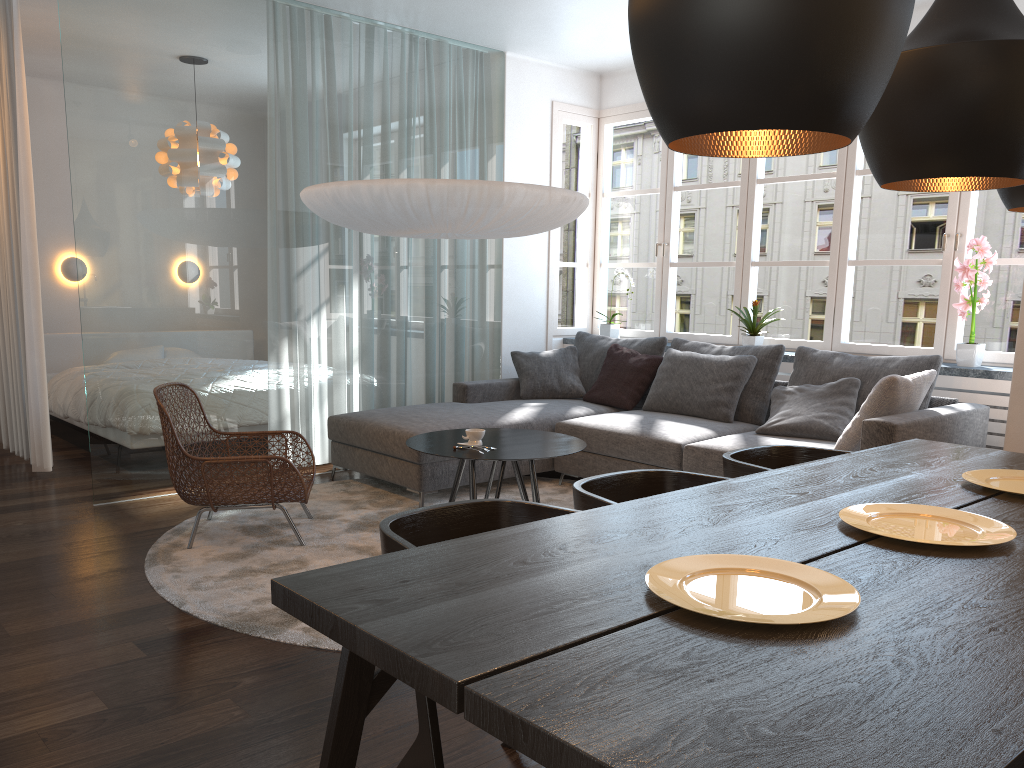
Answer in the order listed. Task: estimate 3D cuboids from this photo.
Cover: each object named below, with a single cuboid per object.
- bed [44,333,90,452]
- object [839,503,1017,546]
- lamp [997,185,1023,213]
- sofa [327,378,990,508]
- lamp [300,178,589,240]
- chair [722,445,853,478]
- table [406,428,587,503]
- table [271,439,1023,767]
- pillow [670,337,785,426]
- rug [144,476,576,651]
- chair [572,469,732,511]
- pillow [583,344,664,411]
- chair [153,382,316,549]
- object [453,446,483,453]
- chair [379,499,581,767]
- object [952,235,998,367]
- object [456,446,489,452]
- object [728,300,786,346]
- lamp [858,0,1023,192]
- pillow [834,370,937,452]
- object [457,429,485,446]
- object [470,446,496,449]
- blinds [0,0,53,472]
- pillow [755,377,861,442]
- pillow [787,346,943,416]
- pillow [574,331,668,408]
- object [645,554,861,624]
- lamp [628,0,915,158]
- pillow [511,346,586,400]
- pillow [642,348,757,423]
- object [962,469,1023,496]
[{"bbox_3d":[-2.423,0.031,6.885,2.156,0.772,2.425,-5,9,-41],"label":"bed"},{"bbox_3d":[0.909,0.313,1.952,0.354,0.017,0.353,4,7,29],"label":"object"},{"bbox_3d":[1.431,-0.718,2.218,0.411,0.548,0.406,0,9,-8],"label":"lamp"},{"bbox_3d":[0.629,0.341,4.935,2.031,0.680,3.047,-5,9,-41],"label":"sofa"},{"bbox_3d":[-0.340,-0.870,4.576,1.469,0.212,1.454,0,6,-5],"label":"lamp"},{"bbox_3d":[0.941,0.574,2.852,0.590,0.679,0.516,-7,12,-42],"label":"chair"},{"bbox_3d":[-0.077,0.509,4.202,0.844,0.478,0.841,-5,9,-39],"label":"table"},{"bbox_3d":[0.866,0.658,2.032,2.490,0.687,1.099,-5,9,-41],"label":"table"},{"bbox_3d":[1.258,-0.029,5.486,0.275,0.480,0.833,-7,11,-41],"label":"pillow"},{"bbox_3d":[-0.239,0.733,4.277,2.828,0.012,2.815,4,7,28],"label":"rug"},{"bbox_3d":[0.431,0.615,2.404,0.590,0.679,0.516,-6,11,-40],"label":"chair"},{"bbox_3d":[0.726,-0.050,5.836,0.309,0.408,0.517,-6,11,-39],"label":"pillow"},{"bbox_3d":[-1.298,0.360,4.183,0.685,0.718,0.710,0,8,-9],"label":"chair"},{"bbox_3d":[-0.194,0.291,3.917,0.167,0.015,0.014,5,9,35],"label":"object"},{"bbox_3d":[-0.029,0.651,2.005,0.590,0.679,0.516,-7,12,-43],"label":"chair"},{"bbox_3d":[2.464,-0.440,4.743,0.200,0.699,0.295,6,11,27],"label":"object"},{"bbox_3d":[-0.178,0.286,3.956,0.163,0.016,0.025,4,8,23],"label":"object"},{"bbox_3d":[1.588,-0.380,5.735,0.375,0.332,0.319,4,9,23],"label":"object"},{"bbox_3d":[0.906,-0.677,1.764,0.410,0.548,0.407,5,10,25],"label":"lamp"},{"bbox_3d":[1.774,0.140,4.210,0.492,0.419,0.284,-6,12,-42],"label":"pillow"},{"bbox_3d":[-0.190,0.248,4.057,0.138,0.070,0.090,-3,9,-29],"label":"object"},{"bbox_3d":[-0.129,0.286,3.987,0.124,0.010,0.025,3,7,15],"label":"object"},{"bbox_3d":[-3.341,-0.915,5.757,0.153,2.769,1.794,-8,12,-39],"label":"blinds"},{"bbox_3d":[1.591,0.119,4.749,0.490,0.325,0.440,5,9,30],"label":"pillow"},{"bbox_3d":[1.852,0.057,4.806,0.274,0.483,0.830,-7,11,-41],"label":"pillow"},{"bbox_3d":[0.675,-0.107,6.121,0.274,0.484,0.830,-7,11,-41],"label":"pillow"},{"bbox_3d":[0.407,0.352,1.517,0.354,0.017,0.353,-4,8,-38],"label":"object"},{"bbox_3d":[0.382,-0.636,1.310,0.411,0.548,0.406,2,9,6],"label":"lamp"},{"bbox_3d":[0.250,-0.080,6.155,0.515,0.364,0.342,1,8,-2],"label":"pillow"},{"bbox_3d":[1.140,0.004,5.409,0.291,0.402,0.662,-7,11,-41],"label":"pillow"},{"bbox_3d":[1.411,0.274,2.386,0.354,0.017,0.353,-4,8,-38],"label":"object"}]
